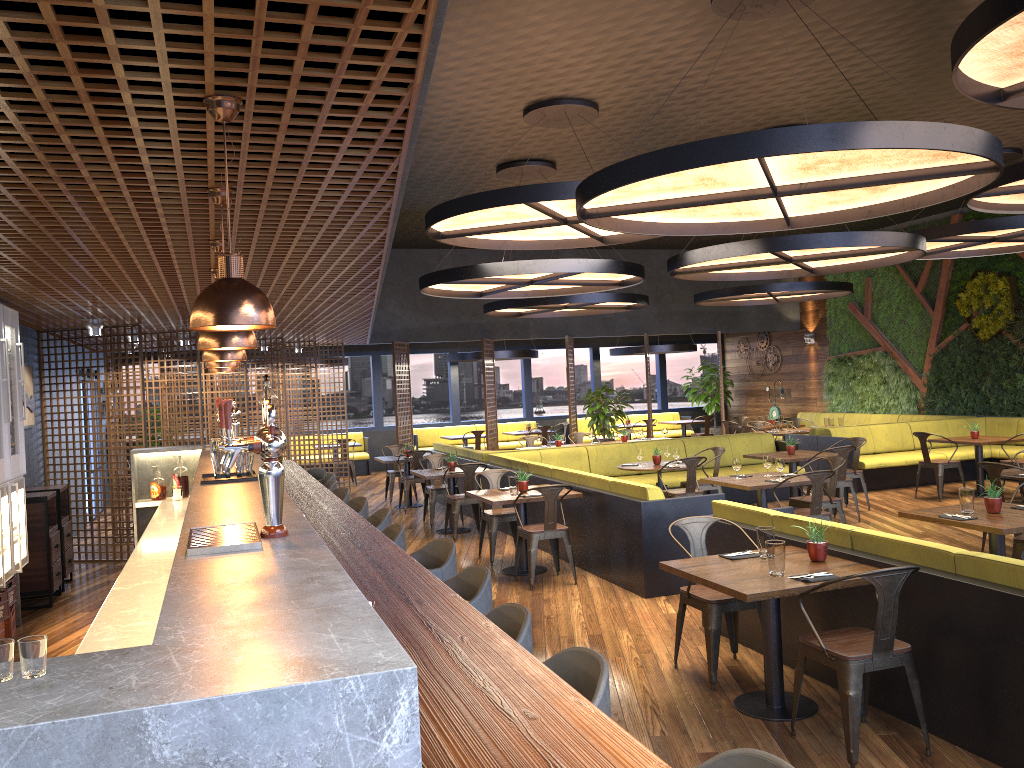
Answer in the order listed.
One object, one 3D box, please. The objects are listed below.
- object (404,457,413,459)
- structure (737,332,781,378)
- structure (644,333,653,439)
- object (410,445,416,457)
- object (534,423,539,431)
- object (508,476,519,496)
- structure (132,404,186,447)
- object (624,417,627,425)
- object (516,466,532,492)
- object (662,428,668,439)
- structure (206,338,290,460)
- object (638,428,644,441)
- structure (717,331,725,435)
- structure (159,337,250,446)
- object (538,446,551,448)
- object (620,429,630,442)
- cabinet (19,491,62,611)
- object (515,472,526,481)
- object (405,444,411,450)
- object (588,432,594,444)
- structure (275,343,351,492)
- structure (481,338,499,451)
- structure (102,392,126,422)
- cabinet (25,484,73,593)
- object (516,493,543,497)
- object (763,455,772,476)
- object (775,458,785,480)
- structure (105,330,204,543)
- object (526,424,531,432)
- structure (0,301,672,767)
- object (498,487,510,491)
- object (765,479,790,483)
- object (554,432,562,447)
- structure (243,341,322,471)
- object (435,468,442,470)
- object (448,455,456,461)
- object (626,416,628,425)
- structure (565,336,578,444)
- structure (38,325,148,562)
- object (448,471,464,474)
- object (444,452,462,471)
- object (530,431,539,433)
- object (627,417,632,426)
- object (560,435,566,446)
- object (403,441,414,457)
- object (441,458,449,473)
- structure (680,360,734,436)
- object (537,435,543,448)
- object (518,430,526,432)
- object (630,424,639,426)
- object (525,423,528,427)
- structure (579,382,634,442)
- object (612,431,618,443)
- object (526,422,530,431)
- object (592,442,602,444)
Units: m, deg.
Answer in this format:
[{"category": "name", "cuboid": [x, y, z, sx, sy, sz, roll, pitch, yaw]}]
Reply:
[{"category": "object", "cuboid": [-1.553, 1.120, 13.458, 0.255, 0.019, 0.157, -3, 0, -19]}, {"category": "structure", "cuboid": [5.911, -0.728, 21.362, 0.058, 1.178, 1.791, -3, 0, -18]}, {"category": "structure", "cuboid": [2.814, 0.328, 18.170, 0.050, 2.700, 0.852, -3, 0, 11]}, {"category": "object", "cuboid": [-1.519, 1.038, 13.638, 0.102, 0.178, 0.102, -3, 0, -13]}, {"category": "object", "cuboid": [0.527, 0.934, 19.135, 0.102, 0.178, 0.102, -3, 0, -33]}, {"category": "object", "cuboid": [0.020, 0.969, 8.430, 0.102, 0.178, 0.102, -3, 0, 17]}, {"category": "structure", "cuboid": [-7.178, 1.280, 17.924, 0.993, 1.763, 1.166, -3, 0, 42]}, {"category": "object", "cuboid": [2.599, 0.833, 20.092, 0.102, 0.178, 0.102, -3, 0, -33]}, {"category": "object", "cuboid": [0.097, 0.918, 8.641, 0.238, 0.271, 0.260, -3, 0, 3]}, {"category": "object", "cuboid": [2.534, 0.830, 14.676, 0.097, 0.206, 0.097, -3, 0, 27]}, {"category": "structure", "cuboid": [-4.111, 0.666, 13.806, 1.319, 2.700, 0.050, -3, 0, 11]}, {"category": "object", "cuboid": [2.168, 0.848, 14.911, 0.097, 0.206, 0.097, -3, 0, 27]}, {"category": "structure", "cuboid": [4.424, 0.249, 18.710, 0.050, 2.700, 0.852, -3, 0, 11]}, {"category": "structure", "cuboid": [-4.350, 0.679, 12.626, 1.319, 2.700, 0.050, -3, 0, 11]}, {"category": "object", "cuboid": [0.541, 1.021, 14.483, 0.157, 0.019, 0.255, -3, 0, -18]}, {"category": "object", "cuboid": [1.850, 0.828, 14.675, 0.238, 0.271, 0.260, -3, 0, 3]}, {"category": "cabinet", "cuboid": [-4.470, 1.536, 8.241, 0.473, 1.007, 0.553, -3, 0, -19]}, {"category": "object", "cuboid": [0.087, 0.965, 8.812, 0.102, 0.178, 0.102, -3, 0, -33]}, {"category": "object", "cuboid": [-1.630, 1.043, 13.940, 0.102, 0.178, 0.102, -3, 0, -3]}, {"category": "object", "cuboid": [1.308, 0.890, 14.622, 0.097, 0.206, 0.097, -3, 0, 27]}, {"category": "structure", "cuboid": [-3.633, 0.641, 16.165, 1.319, 2.700, 0.050, -3, 0, 11]}, {"category": "structure", "cuboid": [-0.406, 0.484, 17.089, 0.050, 2.700, 0.852, -3, 0, 11]}, {"category": "structure", "cuboid": [-7.407, 0.403, 16.541, 0.293, 0.563, 1.220, -3, 0, -19]}, {"category": "cabinet", "cuboid": [-4.691, 1.546, 8.900, 0.473, 1.007, 0.553, -3, 0, -19]}, {"category": "object", "cuboid": [0.164, 1.042, 8.331, 0.255, 0.019, 0.157, -3, 0, -19]}, {"category": "object", "cuboid": [2.601, 0.833, 9.026, 0.097, 0.206, 0.097, -3, 0, -18]}, {"category": "object", "cuboid": [2.626, 0.832, 8.684, 0.097, 0.206, 0.097, -3, 0, -27]}, {"category": "structure", "cuboid": [-4.589, 0.691, 11.446, 1.319, 2.700, 0.050, -3, 0, 11]}, {"category": "object", "cuboid": [0.364, 0.942, 18.979, 0.102, 0.178, 0.102, -3, 0, -33]}, {"category": "structure", "cuboid": [-2.283, 0.586, 5.073, 2.700, 2.700, 9.298, -3, 0, -19]}, {"category": "object", "cuboid": [-0.008, 1.049, 8.946, 0.255, 0.019, 0.157, -3, 0, -19]}, {"category": "object", "cuboid": [2.541, 0.930, 8.535, 0.157, 0.019, 0.255, -3, 0, -18]}, {"category": "object", "cuboid": [0.738, 0.882, 14.301, 0.238, 0.271, 0.260, -3, 0, 3]}, {"category": "structure", "cuboid": [-3.872, 0.653, 14.985, 1.319, 2.700, 0.050, -3, 0, 11]}, {"category": "object", "cuboid": [-0.865, 1.088, 11.506, 0.255, 0.019, 0.157, -3, 0, -19]}, {"category": "object", "cuboid": [-0.770, 1.004, 11.372, 0.102, 0.178, 0.102, -3, 0, -33]}, {"category": "object", "cuboid": [2.596, 0.787, 19.908, 0.238, 0.271, 0.260, -3, 0, 3]}, {"category": "structure", "cuboid": [1.204, 0.406, 17.629, 0.050, 2.700, 0.852, -3, 0, 11]}, {"category": "structure", "cuboid": [-4.828, 0.704, 10.267, 1.319, 2.700, 0.050, -3, 0, 11]}, {"category": "object", "cuboid": [-0.693, 1.081, 10.891, 0.255, 0.019, 0.157, -3, 0, -19]}, {"category": "object", "cuboid": [-0.757, 0.957, 11.227, 0.260, 0.271, 0.238, -3, 0, -17]}, {"category": "object", "cuboid": [0.467, 1.017, 18.845, 0.255, 0.019, 0.157, -3, 0, -19]}, {"category": "object", "cuboid": [2.618, 0.833, 19.734, 0.102, 0.178, 0.102, -3, 0, -33]}, {"category": "object", "cuboid": [0.812, 0.914, 14.099, 0.097, 0.206, 0.097, -3, 0, 27]}, {"category": "object", "cuboid": [-1.607, 0.996, 13.765, 0.260, 0.271, 0.238, -3, 0, -17]}, {"category": "object", "cuboid": [-0.825, 1.007, 11.000, 0.102, 0.178, 0.102, -3, 0, -33]}, {"category": "structure", "cuboid": [4.946, 0.479, 21.910, 1.493, 2.184, 1.272, -3, 0, -18]}, {"category": "object", "cuboid": [0.447, 0.931, 14.333, 0.097, 0.206, 0.097, -3, 0, 27]}, {"category": "object", "cuboid": [0.249, 1.027, 19.471, 0.255, 0.019, 0.157, -3, 0, -19]}, {"category": "object", "cuboid": [2.721, 0.908, 19.600, 0.255, 0.019, 0.157, -3, 0, -19]}, {"category": "object", "cuboid": [0.344, 0.943, 19.337, 0.102, 0.178, 0.102, -3, 0, -33]}, {"category": "structure", "cuboid": [1.770, 0.849, 17.126, 0.993, 1.763, 1.166, -3, 0, 42]}, {"category": "object", "cuboid": [1.673, 0.872, 14.388, 0.097, 0.206, 0.097, -3, 0, 27]}, {"category": "object", "cuboid": [0.362, 0.895, 19.163, 0.238, 0.271, 0.260, -3, 0, 3]}, {"category": "object", "cuboid": [1.402, 0.979, 14.772, 0.157, 0.019, 0.255, -3, 0, -18]}]
